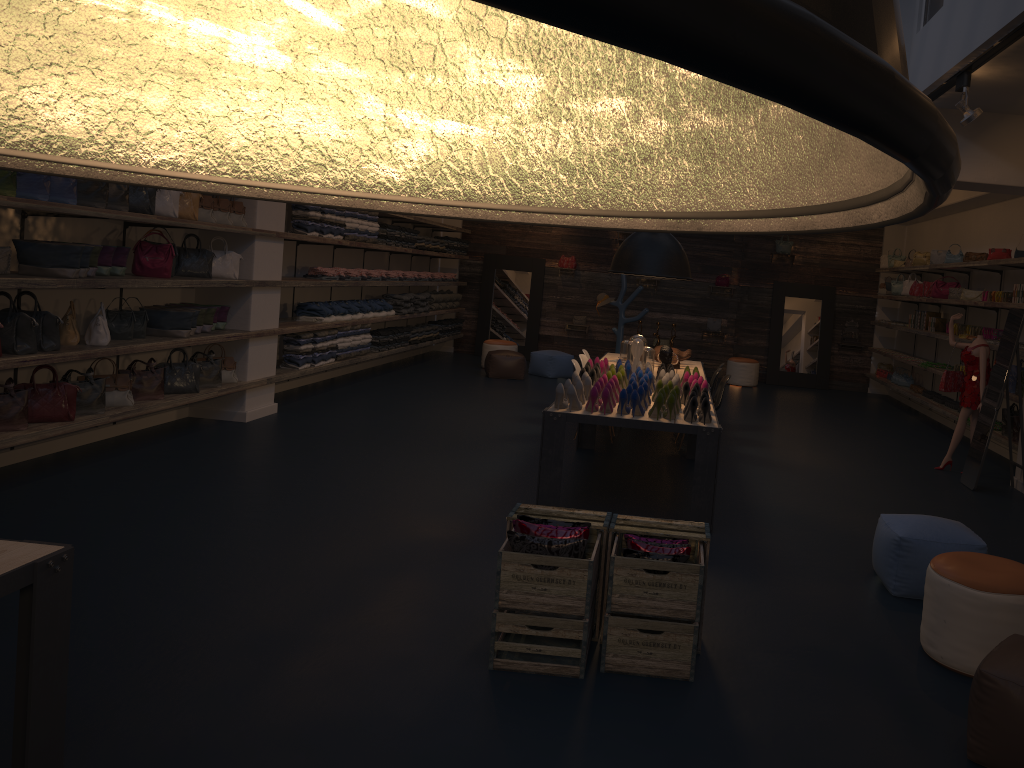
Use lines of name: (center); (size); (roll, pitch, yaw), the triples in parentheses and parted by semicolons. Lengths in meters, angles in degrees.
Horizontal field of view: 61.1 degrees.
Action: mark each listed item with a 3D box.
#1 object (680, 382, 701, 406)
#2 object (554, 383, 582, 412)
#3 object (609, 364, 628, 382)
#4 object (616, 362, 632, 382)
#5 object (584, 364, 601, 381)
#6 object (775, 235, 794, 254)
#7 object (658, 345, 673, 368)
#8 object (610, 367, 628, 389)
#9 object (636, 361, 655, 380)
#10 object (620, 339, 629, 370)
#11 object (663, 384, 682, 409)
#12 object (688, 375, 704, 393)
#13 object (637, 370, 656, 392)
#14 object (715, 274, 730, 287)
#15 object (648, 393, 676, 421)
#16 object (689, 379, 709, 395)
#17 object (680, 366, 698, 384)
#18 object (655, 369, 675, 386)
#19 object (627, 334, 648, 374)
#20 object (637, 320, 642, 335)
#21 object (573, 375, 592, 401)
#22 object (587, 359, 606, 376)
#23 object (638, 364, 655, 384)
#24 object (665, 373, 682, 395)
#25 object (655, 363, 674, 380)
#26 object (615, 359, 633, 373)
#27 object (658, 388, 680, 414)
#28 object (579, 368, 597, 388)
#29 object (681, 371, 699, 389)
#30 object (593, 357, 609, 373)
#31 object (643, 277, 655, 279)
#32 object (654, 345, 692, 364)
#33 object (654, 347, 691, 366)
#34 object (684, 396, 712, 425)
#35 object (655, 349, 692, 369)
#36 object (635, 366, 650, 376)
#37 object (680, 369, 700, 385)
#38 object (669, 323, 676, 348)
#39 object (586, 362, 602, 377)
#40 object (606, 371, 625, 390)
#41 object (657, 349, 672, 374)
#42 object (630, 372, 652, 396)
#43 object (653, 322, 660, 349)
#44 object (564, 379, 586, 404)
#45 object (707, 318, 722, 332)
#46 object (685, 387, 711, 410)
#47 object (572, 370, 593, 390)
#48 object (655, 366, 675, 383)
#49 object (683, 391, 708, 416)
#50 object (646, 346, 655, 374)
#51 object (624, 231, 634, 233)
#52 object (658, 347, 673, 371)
object: (1.441, 0.073, 6.941); (0.195, 0.194, 0.252); (7, 6, 15)
object: (0.393, 0.084, 6.110); (0.196, 0.194, 0.250); (6, 6, 12)
object: (0.947, -0.089, 7.794); (0.197, 0.194, 0.249); (6, 6, 10)
object: (1.029, -0.115, 8.046); (0.204, 0.194, 0.241); (5, 6, -1)
object: (0.703, -0.076, 7.522); (0.195, 0.194, 0.252); (7, 6, 15)
object: (5.026, -2.584, 16.024); (0.378, 0.365, 0.172); (4, 4, -9)
object: (1.650, -0.268, 9.291); (0.153, 0.284, 0.156); (5, 4, 5)
object: (0.914, -0.053, 7.500); (0.199, 0.194, 0.247); (6, 6, 7)
object: (1.271, -0.128, 8.317); (0.196, 0.194, 0.251); (6, 6, 13)
object: (1.204, -0.293, 8.965); (0.175, 0.334, 0.197); (7, 4, 25)
object: (1.205, 0.091, 6.631); (0.202, 0.194, 0.244); (5, 6, 2)
object: (1.590, 0.014, 7.482); (0.195, 0.194, 0.251); (6, 6, 14)
object: (1.152, -0.031, 7.508); (0.199, 0.194, 0.247); (6, 6, 7)
object: (3.904, -1.928, 16.107); (0.247, 0.242, 0.219); (5, 5, 1)
object: (1.066, 0.149, 6.103); (0.203, 0.194, 0.242); (5, 6, 0)
object: (1.547, 0.048, 7.197); (0.201, 0.194, 0.244); (5, 6, 3)
object: (1.709, -0.083, 8.292); (0.199, 0.194, 0.247); (6, 6, 7)
object: (1.378, -0.043, 7.758); (0.201, 0.194, 0.244); (5, 6, 3)
object: (1.251, -0.291, 8.693); (0.206, 0.410, 0.198); (5, 4, -6)
object: (1.561, -0.559, 10.713); (0.134, 0.466, 0.146); (6, 3, 18)
object: (0.530, 0.021, 6.672); (0.207, 0.194, 0.238); (5, 6, -7)
object: (0.787, -0.140, 8.061); (0.198, 0.194, 0.254); (7, 6, 18)
object: (1.229, -0.095, 8.043); (0.199, 0.194, 0.247); (6, 6, 7)
object: (1.377, -0.008, 7.496); (0.199, 0.194, 0.247); (6, 6, 7)
object: (1.481, -0.110, 8.333); (0.199, 0.194, 0.247); (6, 6, 7)
object: (1.073, -0.149, 8.333); (0.199, 0.194, 0.247); (6, 6, 7)
object: (1.136, 0.119, 6.374); (0.199, 0.194, 0.247); (6, 6, 7)
object: (0.631, -0.046, 7.249); (0.202, 0.194, 0.244); (5, 6, 2)
object: (1.600, -0.023, 7.767); (0.199, 0.194, 0.247); (6, 6, 7)
object: (0.851, -0.170, 8.330); (0.202, 0.194, 0.243); (5, 6, 1)
object: (2.556, -2.074, 16.111); (0.328, 0.253, 0.135); (4, 4, -10)
object: (1.922, -0.341, 10.331); (0.452, 0.202, 0.217); (4, 6, -10)
object: (1.867, -0.309, 10.060); (0.459, 0.202, 0.214); (3, 6, -16)
object: (1.310, 0.174, 6.091); (0.199, 0.194, 0.247); (6, 6, 7)
object: (1.819, -0.281, 9.810); (0.459, 0.202, 0.214); (3, 6, -16)
object: (1.176, -0.066, 7.787); (0.199, 0.194, 0.247); (6, 6, 7)
object: (1.660, -0.051, 8.022); (0.199, 0.194, 0.247); (6, 6, 7)
object: (1.992, -0.517, 10.704); (0.147, 0.466, 0.133); (4, 3, -18)
object: (0.726, -0.108, 7.784); (0.199, 0.194, 0.247); (6, 6, 7)
object: (0.848, -0.020, 7.211); (0.199, 0.194, 0.247); (6, 6, 7)
object: (1.551, -0.210, 8.783); (0.153, 0.284, 0.156); (5, 4, 5)
object: (1.072, -0.004, 7.249); (0.205, 0.194, 0.247); (6, 6, 6)
object: (1.768, -0.539, 10.706); (0.151, 0.466, 0.128); (2, 4, -41)
object: (0.449, 0.051, 6.395); (0.204, 0.194, 0.241); (5, 6, -2)
object: (3.767, -1.102, 16.147); (0.262, 0.229, 0.083); (7, 4, 20)
object: (1.431, 0.110, 6.653); (0.199, 0.194, 0.247); (6, 6, 7)
object: (0.569, -0.016, 6.978); (0.195, 0.194, 0.252); (7, 6, 15)
object: (1.433, -0.075, 8.041); (0.200, 0.194, 0.245); (6, 6, 4)
object: (1.362, 0.141, 6.373); (0.199, 0.194, 0.247); (6, 6, 7)
object: (1.372, -0.241, 8.873); (0.178, 0.288, 0.171); (5, 4, -6)
object: (2.255, -2.962, 16.086); (0.340, 0.333, 0.172); (7, 4, 15)
object: (1.601, -0.240, 9.041); (0.153, 0.284, 0.156); (5, 4, 5)
